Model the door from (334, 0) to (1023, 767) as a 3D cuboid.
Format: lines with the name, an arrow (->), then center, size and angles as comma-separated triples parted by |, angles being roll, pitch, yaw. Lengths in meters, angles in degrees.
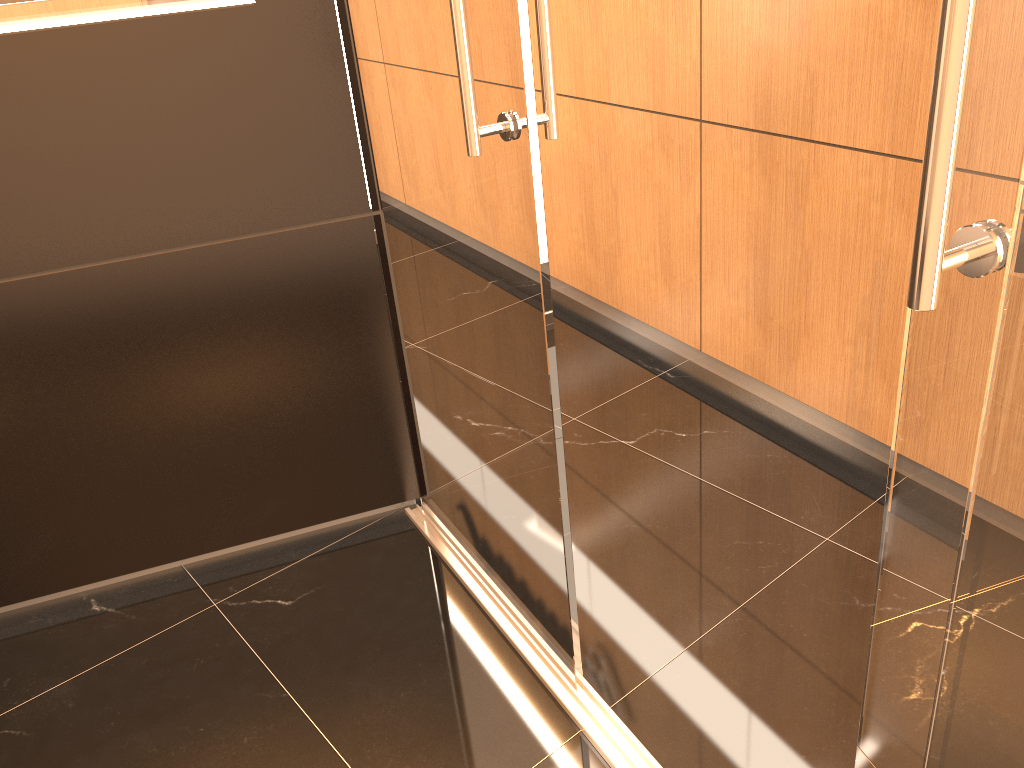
door -> 0.207, -0.635, 0.973 | 0.098, 3.285, 2.473 | -19, 30, -23
